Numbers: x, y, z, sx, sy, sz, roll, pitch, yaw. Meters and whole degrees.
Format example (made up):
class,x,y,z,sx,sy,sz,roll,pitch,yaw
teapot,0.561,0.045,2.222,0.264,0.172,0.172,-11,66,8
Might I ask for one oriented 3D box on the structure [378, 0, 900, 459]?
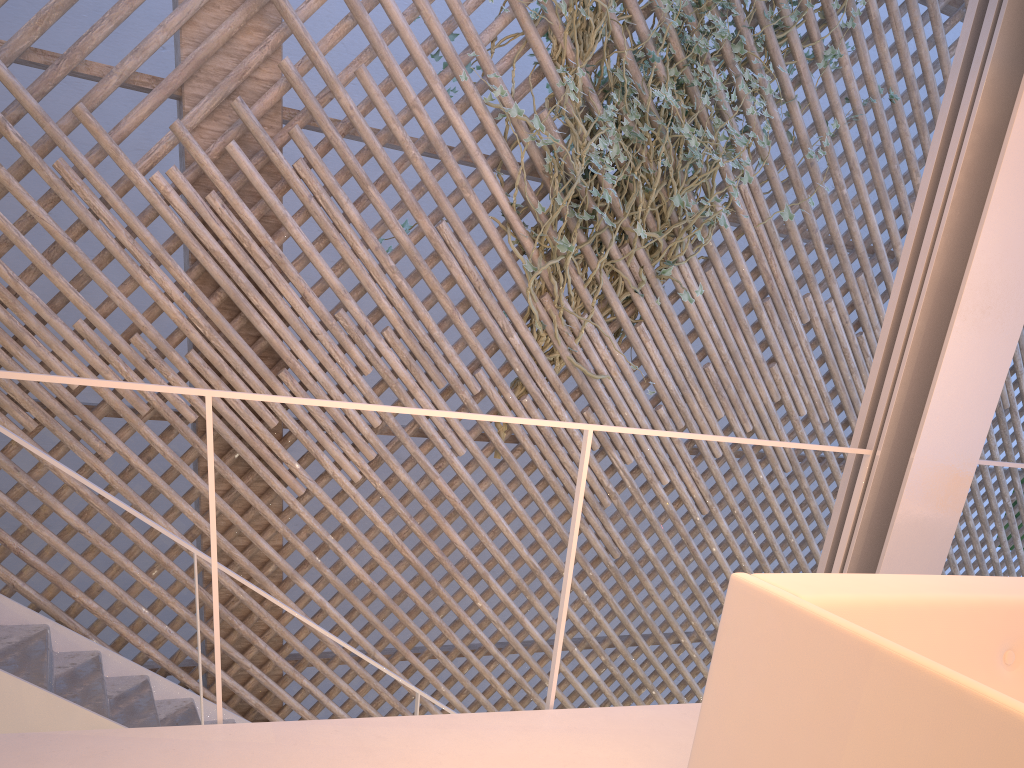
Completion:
class,x,y,z,sx,sy,sz,roll,pitch,yaw
structure,0.697,-1.083,2.619,2.357,2.992,0.659,-1,21,-26

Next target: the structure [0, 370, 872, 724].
class,x,y,z,sx,sy,sz,roll,pitch,yaw
structure,-0.170,0.327,1.304,1.714,0.621,0.024,5,20,-20

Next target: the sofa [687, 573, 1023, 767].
class,x,y,z,sx,sy,sz,roll,pitch,yaw
sofa,0.808,0.502,1.112,0.991,0.408,0.452,5,11,-21

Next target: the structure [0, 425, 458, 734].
class,x,y,z,sx,sy,sz,roll,pitch,yaw
structure,-0.615,0.976,2.174,1.964,2.157,1.059,0,18,-26

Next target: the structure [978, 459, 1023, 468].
class,x,y,z,sx,sy,sz,roll,pitch,yaw
structure,1.562,0.511,1.959,1.712,0.621,0.024,5,20,-20
